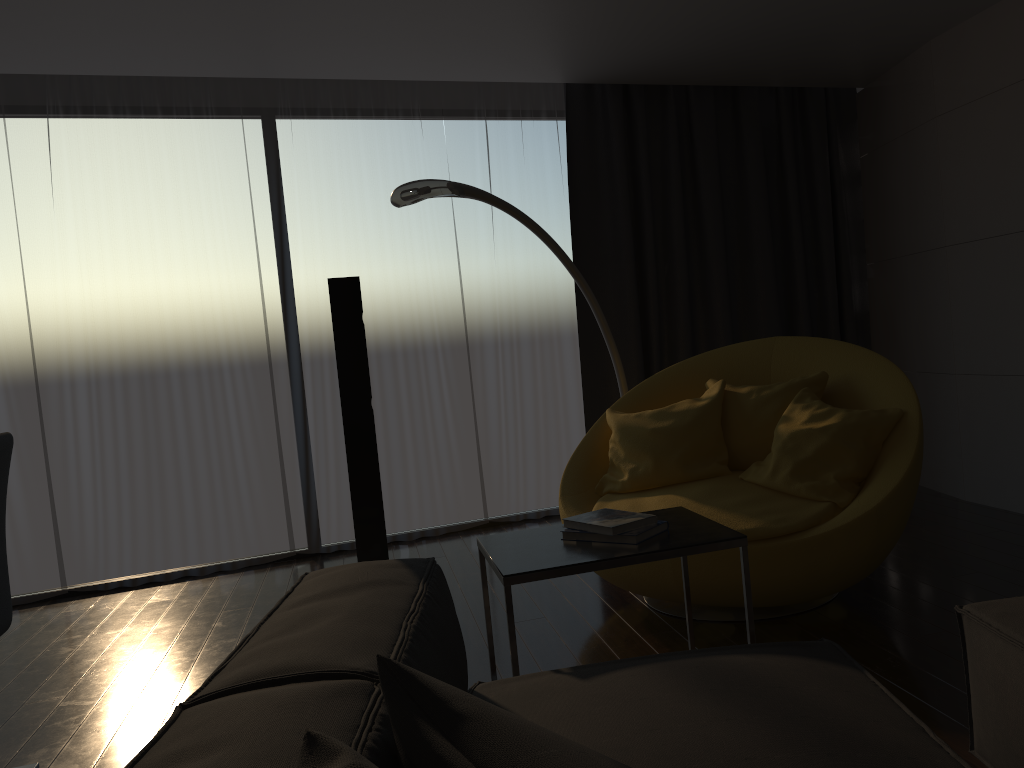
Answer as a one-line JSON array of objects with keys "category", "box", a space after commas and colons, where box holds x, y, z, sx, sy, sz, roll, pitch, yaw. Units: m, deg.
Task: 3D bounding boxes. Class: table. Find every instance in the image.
[{"category": "table", "box": [0.264, 0.673, 2.282, 0.617, 0.563, 0.438, -6, 3, -14]}]

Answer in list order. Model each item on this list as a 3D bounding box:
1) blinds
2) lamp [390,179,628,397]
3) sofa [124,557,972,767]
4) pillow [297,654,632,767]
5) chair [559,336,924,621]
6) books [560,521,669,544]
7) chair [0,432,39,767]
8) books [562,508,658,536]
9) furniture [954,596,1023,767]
[{"category": "blinds", "box": [-1.282, -0.448, 4.626, 7.787, 2.894, 0.719, -6, 3, -22]}, {"category": "lamp", "box": [1.315, -0.149, 4.918, 4.461, 1.779, 0.552, -7, 3, -34]}, {"category": "sofa", "box": [0.917, 0.605, 0.757, 2.759, 0.704, 2.465, -5, 2, -3]}, {"category": "pillow", "box": [0.437, 0.418, 0.227, 1.991, 0.431, 1.113, -3, 3, 39]}, {"category": "chair", "box": [0.906, 0.335, 3.584, 1.436, 1.005, 1.198, -3, 3, 44]}, {"category": "books", "box": [0.266, 0.378, 2.279, 0.220, 0.023, 0.171, -3, 3, 36]}, {"category": "chair", "box": [-1.591, 0.644, 2.228, 0.587, 0.964, 0.416, -6, 3, -14]}, {"category": "books", "box": [0.253, 0.356, 2.286, 0.163, 0.022, 0.194, -7, 3, -36]}, {"category": "furniture", "box": [1.568, 0.639, 1.595, 1.103, 0.440, 1.088, -5, 2, -3]}]
